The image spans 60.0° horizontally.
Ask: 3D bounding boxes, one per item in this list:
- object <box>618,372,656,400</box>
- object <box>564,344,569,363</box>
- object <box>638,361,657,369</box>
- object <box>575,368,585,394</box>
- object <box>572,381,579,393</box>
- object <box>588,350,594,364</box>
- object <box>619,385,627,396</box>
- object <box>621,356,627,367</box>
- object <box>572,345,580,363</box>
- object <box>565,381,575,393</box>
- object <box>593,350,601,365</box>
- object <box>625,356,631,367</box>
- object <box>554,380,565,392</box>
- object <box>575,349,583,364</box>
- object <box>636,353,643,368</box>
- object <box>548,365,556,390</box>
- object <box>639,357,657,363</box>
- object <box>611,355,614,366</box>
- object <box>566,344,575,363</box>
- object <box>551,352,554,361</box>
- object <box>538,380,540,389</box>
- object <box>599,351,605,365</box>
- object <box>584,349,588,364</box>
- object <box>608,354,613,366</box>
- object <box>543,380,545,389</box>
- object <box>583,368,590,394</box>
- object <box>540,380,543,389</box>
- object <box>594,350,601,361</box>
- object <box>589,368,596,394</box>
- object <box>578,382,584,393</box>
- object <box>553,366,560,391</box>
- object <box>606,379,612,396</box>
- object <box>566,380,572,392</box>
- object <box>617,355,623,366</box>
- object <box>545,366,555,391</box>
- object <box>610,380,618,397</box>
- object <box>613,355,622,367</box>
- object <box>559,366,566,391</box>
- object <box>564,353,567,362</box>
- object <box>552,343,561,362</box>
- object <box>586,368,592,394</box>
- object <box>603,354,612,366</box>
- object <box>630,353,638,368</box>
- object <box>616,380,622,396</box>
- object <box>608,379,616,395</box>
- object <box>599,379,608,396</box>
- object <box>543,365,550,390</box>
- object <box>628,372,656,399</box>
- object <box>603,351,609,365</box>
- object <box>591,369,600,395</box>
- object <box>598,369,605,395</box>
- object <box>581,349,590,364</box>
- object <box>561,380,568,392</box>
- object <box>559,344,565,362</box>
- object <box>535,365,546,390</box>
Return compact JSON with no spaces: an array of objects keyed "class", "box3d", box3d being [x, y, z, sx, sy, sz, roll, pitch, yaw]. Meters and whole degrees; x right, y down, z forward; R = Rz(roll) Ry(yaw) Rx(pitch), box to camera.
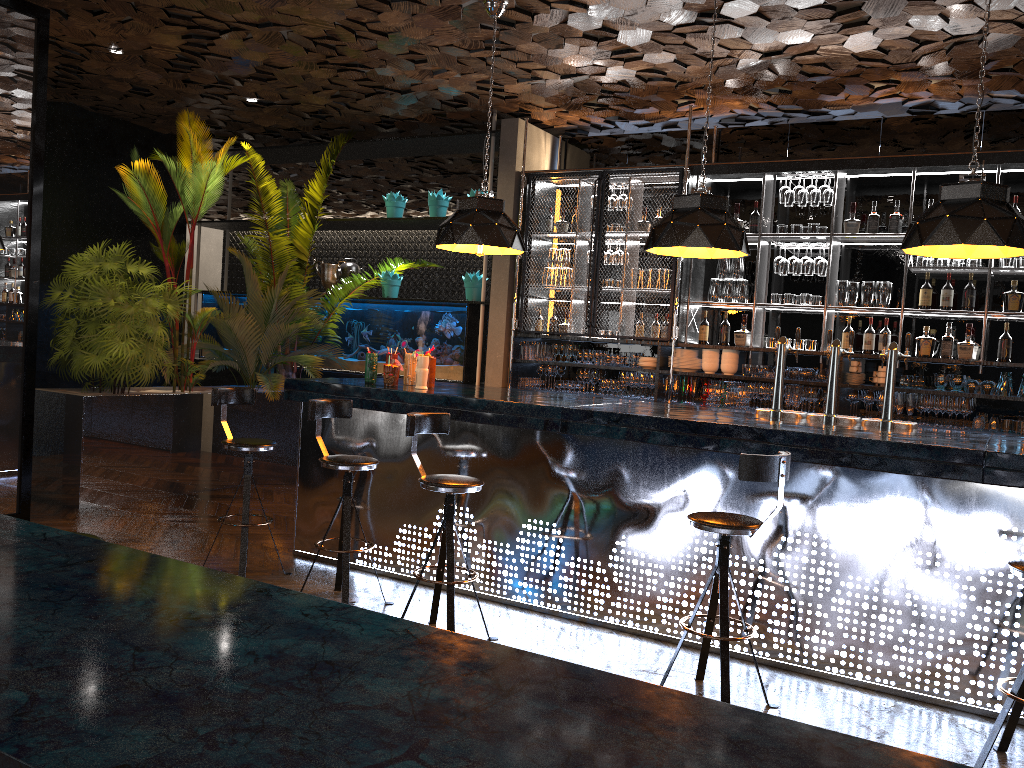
[{"class":"object","box3d":[1.128,0.016,7.850,0.376,0.227,0.186,5,3,28]},{"class":"object","box3d":[0.519,-0.281,8.173,0.087,0.170,0.087,3,3,-10]},{"class":"object","box3d":[1.211,-0.162,7.771,0.211,0.060,0.209,3,3,-11]},{"class":"object","box3d":[0.620,-0.027,8.022,0.088,0.229,0.077,6,4,43]},{"class":"object","box3d":[0.578,0.027,8.185,0.093,0.101,0.093,1,4,-40]},{"class":"object","box3d":[0.721,-0.246,8.123,0.081,0.132,0.081,4,3,1]},{"class":"object","box3d":[1.013,0.037,8.107,0.065,0.146,0.074,2,3,-38]},{"class":"object","box3d":[0.999,-0.206,8.019,0.078,0.099,0.078,4,3,-3]},{"class":"object","box3d":[0.590,-0.282,8.299,0.087,0.170,0.087,3,3,-10]},{"class":"object","box3d":[0.531,0.028,8.089,0.093,0.101,0.093,3,3,-8]},{"class":"object","box3d":[0.760,-0.234,7.950,0.074,0.131,0.074,6,4,42]},{"class":"object","box3d":[1.044,-0.206,8.090,0.078,0.099,0.078,4,3,-3]},{"class":"object","box3d":[0.436,0.019,8.143,0.093,0.101,0.093,4,3,-2]},{"class":"object","box3d":[0.619,-0.252,8.103,0.081,0.132,0.081,4,3,1]},{"class":"object","box3d":[1.144,-0.213,8.036,0.074,0.131,0.074,6,4,42]},{"class":"object","box3d":[0.380,-0.062,8.458,0.091,0.227,0.091,5,3,33]},{"class":"object","box3d":[1.215,-0.203,7.768,0.209,0.060,0.211,3,3,-16]},{"class":"object","box3d":[0.918,-0.215,8.064,0.078,0.103,0.078,3,3,-18]},{"class":"object","box3d":[0.527,-0.275,8.063,0.087,0.170,0.087,3,3,-10]},{"class":"object","box3d":[0.384,-0.298,8.512,0.051,0.152,0.058,3,3,-10]},{"class":"object","box3d":[0.261,0.006,8.470,0.034,0.080,0.034,5,3,29]},{"class":"object","box3d":[0.806,-0.235,8.024,0.074,0.131,0.074,6,4,42]},{"class":"object","box3d":[0.691,-0.253,8.231,0.081,0.132,0.081,4,3,1]},{"class":"object","box3d":[0.875,-0.214,7.983,0.078,0.103,0.078,3,3,-18]},{"class":"object","box3d":[0.306,0.005,8.548,0.034,0.080,0.034,6,4,39]},{"class":"object","box3d":[0.666,-0.027,8.101,0.088,0.229,0.077,3,3,-11]},{"class":"object","box3d":[0.281,0.005,8.509,0.034,0.080,0.034,6,3,39]},{"class":"object","box3d":[0.788,-0.247,8.234,0.081,0.132,0.081,4,3,1]},{"class":"object","box3d":[0.750,-0.029,8.254,0.077,0.229,0.088,4,3,4]},{"class":"object","box3d":[0.632,0.026,8.270,0.093,0.101,0.093,6,4,44]},{"class":"object","box3d":[0.398,-0.053,8.285,0.091,0.227,0.091,3,3,-7]},{"class":"object","box3d":[0.871,0.029,8.061,0.065,0.146,0.074,6,4,42]},{"class":"object","box3d":[0.542,0.018,8.325,0.093,0.101,0.093,4,3,16]},{"class":"object","box3d":[0.952,-0.205,7.939,0.078,0.099,0.078,4,3,-3]},{"class":"object","box3d":[0.345,-0.052,8.196,0.091,0.227,0.091,2,3,-38]},{"class":"object","box3d":[0.907,0.038,7.927,0.074,0.146,0.065,5,3,24]},{"class":"object","box3d":[0.936,-0.201,7.844,0.078,0.099,0.078,4,3,-3]},{"class":"object","box3d":[0.459,-0.053,8.385,0.091,0.227,0.091,3,3,-8]},{"class":"object","box3d":[0.518,-0.289,8.353,0.087,0.170,0.087,3,3,-10]},{"class":"object","box3d":[0.401,-0.287,8.147,0.087,0.170,0.087,3,3,-10]},{"class":"object","box3d":[0.703,-0.028,8.174,0.088,0.229,0.077,1,4,-45]},{"class":"object","box3d":[0.853,-0.211,7.899,0.078,0.103,0.078,3,3,-18]},{"class":"object","box3d":[1.082,-0.209,7.867,0.074,0.131,0.074,6,4,42]},{"class":"object","box3d":[0.959,0.037,8.020,0.074,0.146,0.065,2,3,-38]},{"class":"object","box3d":[0.919,0.029,8.145,0.074,0.146,0.065,2,3,-31]},{"class":"object","box3d":[0.821,0.031,7.970,0.074,0.146,0.065,4,3,6]},{"class":"object","box3d":[0.320,-0.060,8.337,0.091,0.227,0.091,3,3,-21]},{"class":"object","box3d":[1.224,0.015,8.020,0.376,0.227,0.186,5,3,28]},{"class":"object","box3d":[0.848,-0.236,8.100,0.074,0.131,0.074,6,4,42]},{"class":"object","box3d":[0.751,-0.019,8.048,0.088,0.229,0.077,5,3,29]},{"class":"object","box3d":[0.815,-0.020,8.153,0.088,0.229,0.077,5,3,31]},{"class":"object","box3d":[0.665,-0.245,8.017,0.081,0.132,0.081,4,3,1]},{"class":"object","box3d":[0.489,0.018,8.234,0.093,0.101,0.093,3,3,-10]},{"class":"object","box3d":[0.460,-0.288,8.250,0.087,0.170,0.087,3,3,-10]},{"class":"object","box3d":[0.265,-0.059,8.244,0.091,0.227,0.091,3,3,-8]}]
